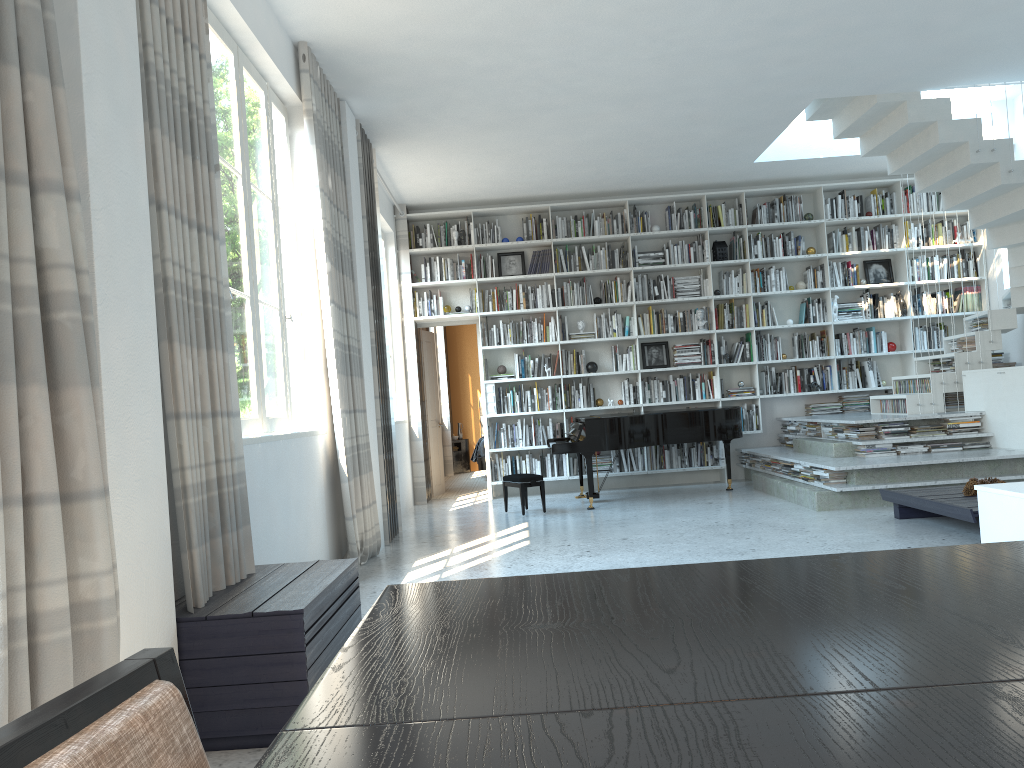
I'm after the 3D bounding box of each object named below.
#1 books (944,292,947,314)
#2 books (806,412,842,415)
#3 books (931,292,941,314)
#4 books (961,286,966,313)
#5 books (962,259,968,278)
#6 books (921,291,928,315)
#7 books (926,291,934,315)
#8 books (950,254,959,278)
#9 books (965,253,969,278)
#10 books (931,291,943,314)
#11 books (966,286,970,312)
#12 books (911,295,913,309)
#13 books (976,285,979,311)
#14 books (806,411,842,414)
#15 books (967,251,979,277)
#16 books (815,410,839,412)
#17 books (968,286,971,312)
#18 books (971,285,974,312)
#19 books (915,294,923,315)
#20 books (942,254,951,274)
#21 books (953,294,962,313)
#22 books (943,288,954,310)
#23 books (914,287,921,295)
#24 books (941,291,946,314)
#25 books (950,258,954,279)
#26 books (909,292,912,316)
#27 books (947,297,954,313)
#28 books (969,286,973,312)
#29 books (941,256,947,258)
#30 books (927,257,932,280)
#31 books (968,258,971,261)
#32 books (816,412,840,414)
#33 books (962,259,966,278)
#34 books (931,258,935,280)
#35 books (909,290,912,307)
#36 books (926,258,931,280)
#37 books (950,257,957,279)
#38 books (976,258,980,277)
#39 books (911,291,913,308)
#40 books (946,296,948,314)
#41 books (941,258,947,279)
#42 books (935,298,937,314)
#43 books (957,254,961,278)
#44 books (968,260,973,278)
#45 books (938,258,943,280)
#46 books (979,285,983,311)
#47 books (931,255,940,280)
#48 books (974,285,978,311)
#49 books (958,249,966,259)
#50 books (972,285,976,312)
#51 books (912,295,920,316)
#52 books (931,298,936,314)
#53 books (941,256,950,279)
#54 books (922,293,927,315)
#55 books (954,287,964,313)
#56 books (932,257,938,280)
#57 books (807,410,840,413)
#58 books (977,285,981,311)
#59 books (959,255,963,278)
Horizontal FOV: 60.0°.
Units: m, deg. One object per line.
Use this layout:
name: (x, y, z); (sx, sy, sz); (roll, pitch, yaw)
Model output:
books: (4.715, -0.876, 9.714); (0.025, 0.248, 0.134); (-4, -1, 0)
books: (3.406, 0.325, 9.692); (0.345, 0.007, 0.193); (-4, -2, 4)
books: (4.627, -0.870, 9.693); (0.022, 0.247, 0.181); (-4, -1, 0)
books: (4.912, -0.914, 9.693); (0.033, 0.294, 0.169); (-4, -1, 0)
books: (4.922, -1.246, 9.702); (0.025, 0.220, 0.177); (-4, -1, 0)
books: (4.497, -0.870, 9.701); (0.022, 0.265, 0.157); (-4, -1, 0)
books: (4.536, -0.871, 9.688); (0.056, 0.261, 0.176); (-4, -1, 0)
books: (4.835, -1.272, 9.701); (0.012, 0.283, 0.151); (-4, -1, 0)
books: (4.952, -1.280, 9.709); (0.013, 0.283, 0.149); (-4, -1, 0)
books: (4.652, -0.877, 9.703); (0.029, 0.259, 0.171); (-4, -1, 0)
books: (4.936, -0.916, 9.679); (0.018, 0.293, 0.169); (-4, -1, 0)
books: (4.346, -0.845, 9.709); (0.010, 0.238, 0.147); (-4, -1, 0)
books: (5.045, -0.923, 9.692); (0.018, 0.293, 0.169); (-4, -1, 0)
books: (3.405, 0.310, 9.690); (0.345, 0.007, 0.193); (-4, -2, 5)
books: (5.027, -1.290, 9.697); (0.042, 0.292, 0.186); (-4, -1, 0)
books: (3.404, 0.295, 9.698); (0.308, 0.008, 0.195); (-4, -2, 2)
books: (4.955, -0.917, 9.693); (0.018, 0.293, 0.169); (-4, -1, 0)
books: (4.991, -0.919, 9.688); (0.018, 0.293, 0.169); (-4, -1, 0)
books: (4.437, -0.854, 9.690); (0.022, 0.243, 0.170); (-4, -1, 0)
books: (4.764, -1.271, 9.721); (0.024, 0.291, 0.132); (-4, -1, 0)
books: (4.837, -0.866, 9.691); (0.088, 0.217, 0.167); (-4, -1, 0)
books: (4.777, -0.896, 9.703); (0.026, 0.278, 0.170); (-4, -1, 0)
books: (4.452, -0.895, 9.709); (0.012, 0.322, 0.141); (-4, -1, 0)
books: (4.696, -0.878, 9.710); (0.012, 0.254, 0.161); (-4, -1, 0)
books: (4.792, -1.245, 9.721); (0.028, 0.237, 0.146); (-4, -1, 0)
books: (4.317, -0.863, 9.694); (0.025, 0.277, 0.160); (-4, -1, 0)
books: (4.756, -0.846, 9.675); (0.024, 0.181, 0.191); (-4, -1, 0)
books: (4.973, -0.918, 9.693); (0.018, 0.293, 0.169); (-4, -1, 0)
books: (4.748, -1.260, 9.725); (0.010, 0.273, 0.130); (-4, -1, 0)
books: (4.546, -1.245, 9.709); (0.025, 0.271, 0.152); (-4, -1, 0)
books: (5.001, -1.256, 9.727); (0.024, 0.230, 0.131); (-4, -1, 0)
books: (3.405, 0.318, 9.693); (0.308, 0.008, 0.195); (-4, -2, -4)
books: (4.898, -1.241, 9.693); (0.025, 0.211, 0.188); (-4, -1, 0)
books: (4.571, -1.241, 9.699); (0.024, 0.259, 0.156); (-4, -1, 0)
books: (4.334, -0.872, 9.709); (0.010, 0.293, 0.164); (-4, -1, 0)
books: (4.528, -1.239, 9.700); (0.013, 0.260, 0.158); (-4, -1, 0)
books: (4.818, -1.255, 9.710); (0.025, 0.252, 0.160); (-4, -1, 0)
books: (5.061, -1.256, 9.698); (0.021, 0.219, 0.184); (-4, -1, 0)
books: (4.354, -0.866, 9.719); (0.010, 0.279, 0.147); (-4, -1, 0)
books: (4.736, -0.857, 9.716); (0.014, 0.207, 0.138); (-4, -1, 0)
books: (4.699, -1.243, 9.695); (0.045, 0.245, 0.177); (-4, -1, 0)
books: (4.604, -0.836, 9.709); (0.030, 0.184, 0.137); (-4, -1, 0)
books: (4.848, -1.270, 9.698); (0.013, 0.277, 0.188); (-4, -1, 0)
books: (4.975, -1.238, 9.692); (0.029, 0.195, 0.192); (-4, -1, 0)
books: (4.670, -1.245, 9.716); (0.012, 0.254, 0.161); (-4, -1, 0)
books: (5.082, -0.926, 9.692); (0.018, 0.293, 0.169); (-4, -1, 0)
books: (4.620, -1.257, 9.702); (0.030, 0.283, 0.166); (-4, -1, 0)
books: (5.027, -0.922, 9.687); (0.018, 0.293, 0.169); (-4, -1, 0)
books: (4.937, -1.302, 9.718); (0.013, 0.330, 0.140); (-4, -1, 0)
books: (5.009, -0.921, 9.692); (0.018, 0.293, 0.169); (-4, -1, 0)
books: (4.394, -0.847, 9.718); (0.066, 0.236, 0.144); (-4, -1, 0)
books: (4.578, -0.838, 9.687); (0.023, 0.189, 0.169); (-4, -1, 0)
books: (4.732, -1.252, 9.701); (0.023, 0.258, 0.184); (-4, -1, 0)
books: (4.474, -0.858, 9.689); (0.026, 0.245, 0.180); (-4, -1, 0)
books: (4.875, -0.908, 9.693); (0.072, 0.291, 0.169); (-4, -1, 0)
books: (4.594, -1.245, 9.697); (0.022, 0.262, 0.172); (-4, -1, 0)
books: (3.404, 0.303, 9.693); (0.308, 0.008, 0.195); (-4, -2, 4)
books: (5.063, -0.925, 9.682); (0.018, 0.293, 0.169); (-4, -1, 0)
books: (4.869, -1.267, 9.695); (0.028, 0.268, 0.173); (-4, -1, 0)
